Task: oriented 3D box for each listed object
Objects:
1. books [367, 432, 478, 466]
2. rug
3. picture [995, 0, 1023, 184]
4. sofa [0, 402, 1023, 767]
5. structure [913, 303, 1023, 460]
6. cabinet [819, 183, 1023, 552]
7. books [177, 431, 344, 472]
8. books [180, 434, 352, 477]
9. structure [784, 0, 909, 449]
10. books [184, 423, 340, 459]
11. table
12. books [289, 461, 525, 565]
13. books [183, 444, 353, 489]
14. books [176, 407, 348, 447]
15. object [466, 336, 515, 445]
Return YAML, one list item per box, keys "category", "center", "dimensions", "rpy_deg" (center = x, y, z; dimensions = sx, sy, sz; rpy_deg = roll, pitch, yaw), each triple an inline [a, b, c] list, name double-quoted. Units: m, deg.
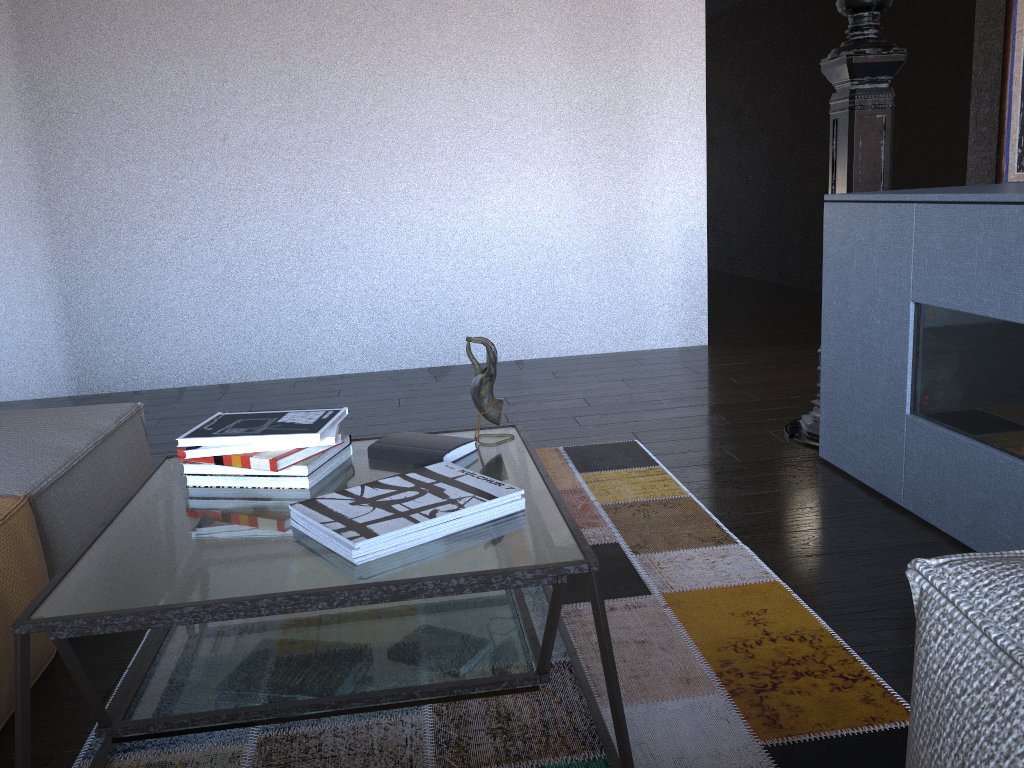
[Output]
- category: "books"
  center: [-0.175, 0.125, 1.756]
  dimensions: [0.182, 0.029, 0.129]
  rpy_deg: [4, 14, 30]
- category: "rug"
  center: [-0.091, 0.500, 1.967]
  dimensions: [1.432, 0.013, 2.361]
  rpy_deg: [-5, 12, -7]
- category: "picture"
  center: [3.063, -1.842, 4.862]
  dimensions: [0.780, 1.472, 0.067]
  rpy_deg: [-5, 13, -7]
- category: "sofa"
  center: [-0.740, 0.390, 1.144]
  dimensions: [2.536, 0.698, 3.296]
  rpy_deg: [-5, 12, -7]
- category: "structure"
  center: [1.273, 0.039, 1.908]
  dimensions: [0.332, 0.395, 0.942]
  rpy_deg: [-5, 12, -7]
- category: "cabinet"
  center: [1.462, 0.116, 1.377]
  dimensions: [0.607, 0.845, 2.956]
  rpy_deg: [-5, 12, -7]
- category: "books"
  center: [-0.472, 0.117, 1.676]
  dimensions: [0.239, 0.023, 0.190]
  rpy_deg: [3, 14, 27]
- category: "books"
  center: [-0.465, 0.133, 1.703]
  dimensions: [0.251, 0.023, 0.208]
  rpy_deg: [-1, 13, 12]
- category: "structure"
  center: [-2.436, -0.408, 1.154]
  dimensions: [8.510, 2.397, 0.481]
  rpy_deg: [-9, 14, -25]
- category: "books"
  center: [-0.466, 0.095, 1.691]
  dimensions: [0.268, 0.014, 0.196]
  rpy_deg: [-5, 12, -8]
- category: "table"
  center: [-0.296, 0.384, 1.571]
  dimensions: [0.842, 0.389, 0.847]
  rpy_deg: [-5, 12, -7]
- category: "books"
  center: [-0.166, 0.197, 1.415]
  dimensions: [0.308, 0.038, 0.225]
  rpy_deg: [-12, 15, -36]
- category: "books"
  center: [-0.463, 0.155, 1.708]
  dimensions: [0.247, 0.024, 0.208]
  rpy_deg: [-1, 13, 12]
- category: "books"
  center: [-0.467, 0.080, 1.688]
  dimensions: [0.268, 0.014, 0.196]
  rpy_deg: [-2, 12, 4]
- category: "object"
  center: [-0.059, 0.006, 1.808]
  dimensions: [0.099, 0.223, 0.093]
  rpy_deg: [5, 15, 32]
